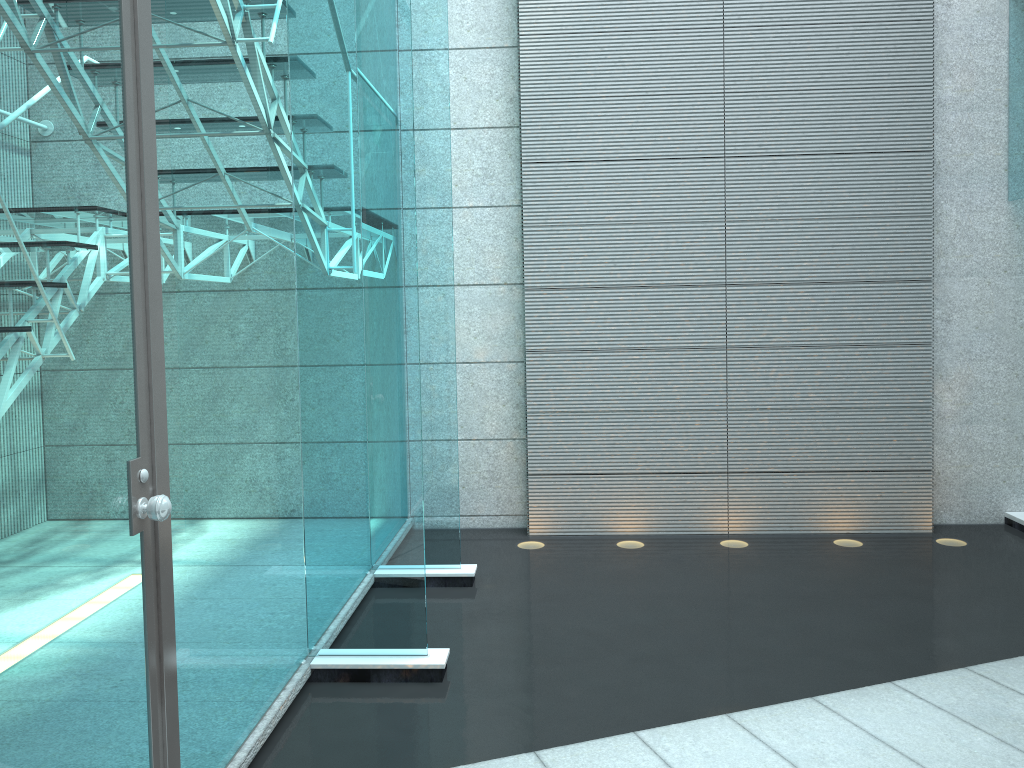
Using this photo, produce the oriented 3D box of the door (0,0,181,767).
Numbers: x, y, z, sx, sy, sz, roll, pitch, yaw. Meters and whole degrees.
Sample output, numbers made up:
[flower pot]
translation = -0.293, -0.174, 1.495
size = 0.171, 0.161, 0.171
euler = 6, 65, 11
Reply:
[door]
translation = -0.721, -0.058, 1.371
size = 0.076, 2.061, 0.867
euler = -1, 3, 3
